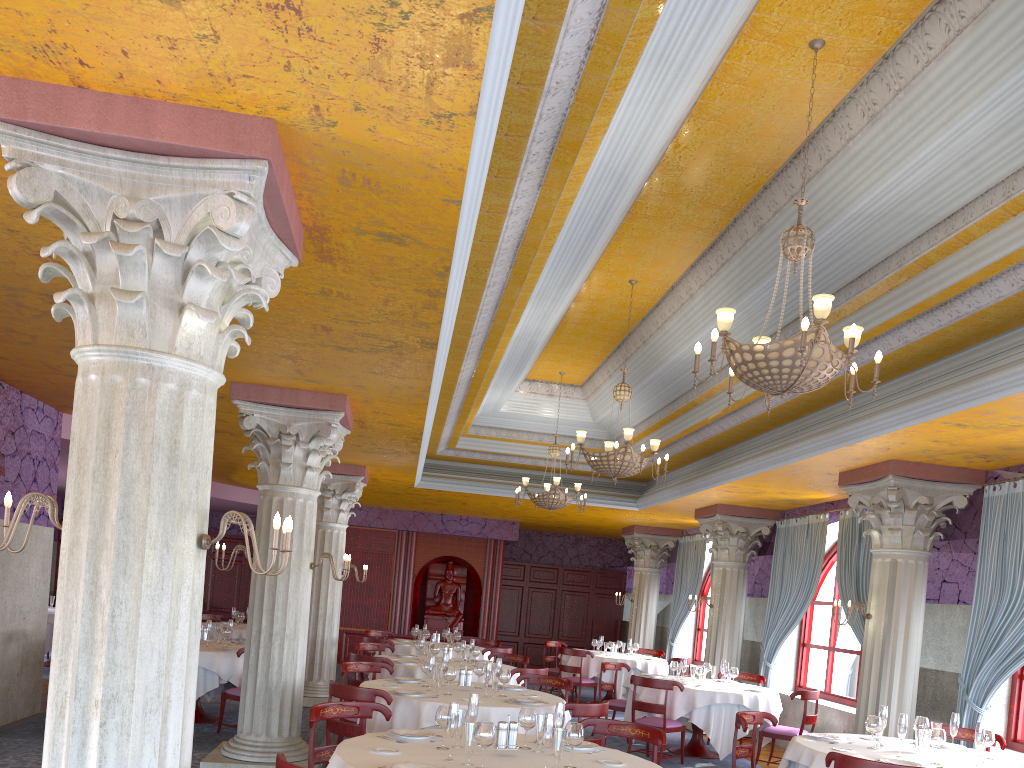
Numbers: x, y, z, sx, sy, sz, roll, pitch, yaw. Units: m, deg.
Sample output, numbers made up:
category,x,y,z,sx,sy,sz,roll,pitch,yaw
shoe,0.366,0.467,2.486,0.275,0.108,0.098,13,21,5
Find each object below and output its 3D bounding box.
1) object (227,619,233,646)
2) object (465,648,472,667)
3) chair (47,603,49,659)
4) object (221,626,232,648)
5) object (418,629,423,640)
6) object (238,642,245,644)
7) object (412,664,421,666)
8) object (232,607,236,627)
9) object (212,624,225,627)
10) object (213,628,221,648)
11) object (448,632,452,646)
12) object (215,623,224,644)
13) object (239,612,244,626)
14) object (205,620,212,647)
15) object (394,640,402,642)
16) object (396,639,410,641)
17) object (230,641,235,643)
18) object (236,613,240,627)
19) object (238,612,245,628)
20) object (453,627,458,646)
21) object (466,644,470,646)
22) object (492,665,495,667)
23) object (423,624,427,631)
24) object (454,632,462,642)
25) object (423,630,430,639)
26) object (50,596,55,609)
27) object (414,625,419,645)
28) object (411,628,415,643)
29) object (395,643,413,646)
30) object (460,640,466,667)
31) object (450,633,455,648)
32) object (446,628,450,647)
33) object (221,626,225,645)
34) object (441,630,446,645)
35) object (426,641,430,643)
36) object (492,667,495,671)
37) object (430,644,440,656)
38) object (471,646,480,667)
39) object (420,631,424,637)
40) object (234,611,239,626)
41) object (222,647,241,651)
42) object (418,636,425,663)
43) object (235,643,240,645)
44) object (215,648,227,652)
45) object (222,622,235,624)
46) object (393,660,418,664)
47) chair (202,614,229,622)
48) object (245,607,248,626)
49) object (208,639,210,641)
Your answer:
category,x,y,z,sx,sy,sz,roll,pitch,yaw
object,-3.634,3.204,11.042,0.073,0.334,0.074,5,1,29
object,-0.565,3.530,11.064,0.085,0.236,0.086,5,-1,18
chair,-8.871,4.491,15.718,0.641,1.085,0.763,3,-4,38
object,-3.570,3.159,10.695,0.122,0.263,0.123,5,-2,7
object,-1.592,4.352,14.762,0.085,0.236,0.086,5,-1,18
object,-3.498,3.467,11.433,0.314,0.024,0.321,7,-14,-7
object,-1.142,3.462,10.561,0.054,0.019,0.264,-5,-17,41
object,-4.821,4.030,14.818,0.073,0.334,0.074,5,1,29
object,-4.983,4.076,14.433,0.314,0.024,0.321,7,-14,-7
object,-3.655,3.145,10.613,0.085,0.236,0.086,5,-1,18
object,-1.093,4.418,14.853,0.086,0.236,0.086,5,-1,-5
object,-3.825,3.261,11.198,0.122,0.263,0.123,5,-2,7
object,-4.808,4.187,15.248,0.086,0.236,0.085,5,-1,-27
object,-3.722,3.063,10.505,0.073,0.334,0.074,5,1,29
object,-1.995,4.458,14.865,0.253,0.003,0.023,-5,-17,36
object,-1.916,4.492,15.020,0.312,0.024,0.323,-4,-16,32
object,-3.686,3.477,11.532,0.054,0.019,0.264,-5,-17,41
object,-4.718,4.071,14.747,0.086,0.236,0.085,5,-1,-27
object,-4.636,4.044,14.663,0.122,0.263,0.123,5,-2,7
object,-0.982,4.361,14.781,0.073,0.334,0.074,5,1,29
object,-0.847,4.624,15.172,0.318,0.024,0.317,12,-15,-26
object,-0.233,3.758,11.409,0.158,0.009,0.163,-4,-16,32
object,-1.517,4.336,14.869,0.073,0.334,0.074,5,1,29
object,-0.919,4.317,14.433,0.123,0.263,0.122,5,-2,-16
object,-1.420,4.209,14.177,0.123,0.263,0.122,5,-2,-16
object,-8.150,3.871,15.169,0.086,0.236,0.085,5,-1,-27
object,-1.606,4.195,14.332,0.073,0.334,0.074,5,1,29
object,-1.675,4.311,14.680,0.123,0.263,0.122,5,-2,-16
object,-1.768,4.240,13.947,0.314,0.024,0.321,7,-14,-7
object,-0.632,3.448,10.956,0.073,0.334,0.074,5,1,29
object,-1.004,4.302,14.352,0.085,0.236,0.086,5,-1,18
object,-1.071,4.221,14.243,0.073,0.334,0.074,5,1,29
object,-3.745,3.261,11.114,0.086,0.236,0.085,5,-1,-27
object,-1.173,4.418,14.937,0.123,0.263,0.122,5,-2,-16
object,-1.455,4.594,15.238,0.158,0.009,0.163,-4,-16,32
object,-0.260,3.600,10.811,0.314,0.024,0.321,7,-14,-7
object,-0.982,3.437,10.889,0.123,0.263,0.122,5,-2,-16
object,-0.480,3.544,11.146,0.124,0.263,0.121,6,-2,-38
object,-1.503,4.236,14.261,0.086,0.236,0.085,5,-1,-27
object,-4.890,4.146,15.166,0.122,0.263,0.123,5,-2,7
object,-3.350,3.215,10.360,0.314,0.024,0.321,7,-14,-7
object,-1.167,3.423,11.044,0.074,0.334,0.073,5,1,-16
object,-3.592,3.421,11.254,0.139,0.010,0.030,-7,-17,40
object,-3.478,3.177,10.227,0.232,0.013,0.028,-6,-15,37
object,-5.132,4.327,15.506,0.314,0.024,0.321,7,-14,-7
object,-1.329,3.468,10.659,0.314,0.024,0.321,7,-14,-7
chair,-5.529,4.807,15.797,0.641,1.085,0.763,3,-4,38
object,-4.732,4.171,15.355,0.073,0.334,0.074,5,1,29
object,-4.107,3.437,11.499,0.161,0.009,0.161,12,-15,-26
